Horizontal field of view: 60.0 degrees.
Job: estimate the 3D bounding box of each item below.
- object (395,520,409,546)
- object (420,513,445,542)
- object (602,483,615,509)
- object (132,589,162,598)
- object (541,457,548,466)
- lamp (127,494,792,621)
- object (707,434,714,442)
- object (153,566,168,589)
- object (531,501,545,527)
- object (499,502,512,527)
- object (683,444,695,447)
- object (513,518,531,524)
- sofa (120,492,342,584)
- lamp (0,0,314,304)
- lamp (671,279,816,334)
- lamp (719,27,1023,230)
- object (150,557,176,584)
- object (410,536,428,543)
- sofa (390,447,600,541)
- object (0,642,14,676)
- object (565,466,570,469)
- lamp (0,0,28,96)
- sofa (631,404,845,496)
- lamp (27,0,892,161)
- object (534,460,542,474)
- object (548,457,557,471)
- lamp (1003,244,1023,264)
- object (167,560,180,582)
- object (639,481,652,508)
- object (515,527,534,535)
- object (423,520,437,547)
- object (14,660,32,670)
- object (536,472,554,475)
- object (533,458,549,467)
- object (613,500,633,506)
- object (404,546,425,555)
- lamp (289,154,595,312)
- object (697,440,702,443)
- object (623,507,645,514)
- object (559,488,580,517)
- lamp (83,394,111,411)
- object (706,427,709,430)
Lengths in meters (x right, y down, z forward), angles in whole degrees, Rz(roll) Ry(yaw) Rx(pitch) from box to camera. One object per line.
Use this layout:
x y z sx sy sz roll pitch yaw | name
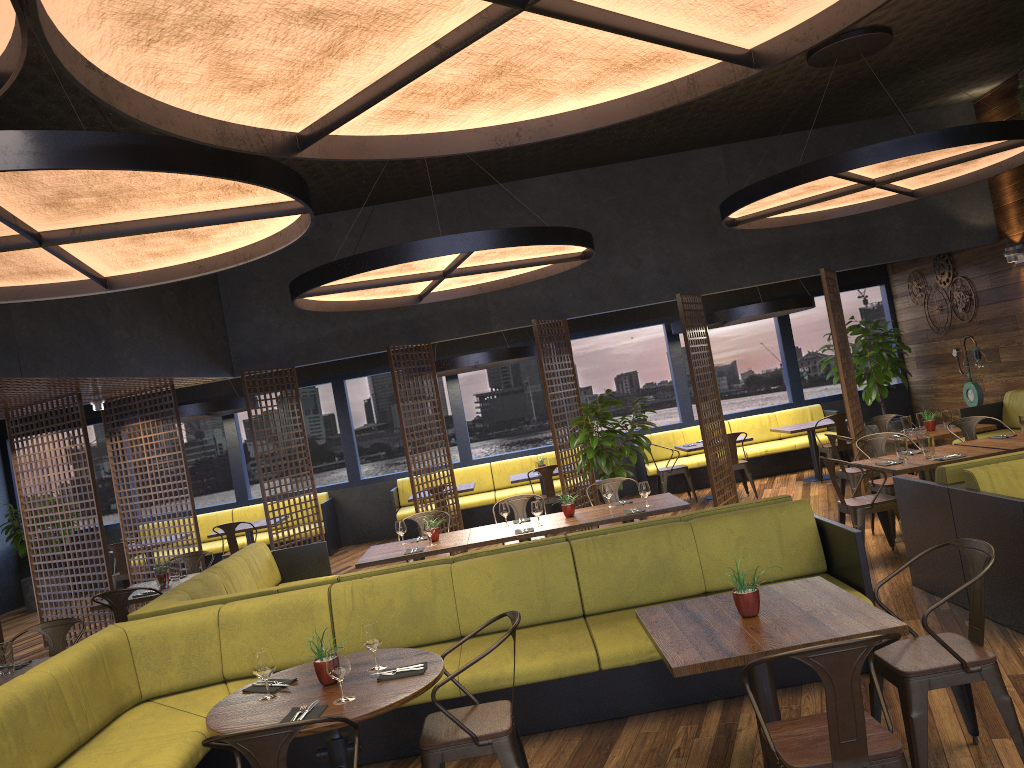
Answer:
-0.954 1.289 7.672 0.097 0.206 0.097 -11 -1 45 | object
-0.695 1.205 7.554 0.238 0.271 0.260 -10 -1 21 | object
0.835 0.972 7.701 0.097 0.206 0.097 -11 -1 45 | object
-3.083 1.756 7.444 0.255 0.019 0.157 -10 -1 -1 | object
0.457 1.130 12.472 0.102 0.178 0.102 -10 -1 -15 | object
-2.697 1.089 7.076 9.057 2.714 3.017 -10 -1 -1 | lamp
2.711 0.725 12.160 0.102 0.178 0.102 -10 -1 -15 | object
-3.007 1.664 7.606 0.102 0.178 0.102 -10 -1 5 | object
0.213 1.076 7.352 0.097 0.206 0.097 -11 -1 45 | object
-0.059 1.130 7.687 0.097 0.206 0.097 -11 -1 45 | object
2.471 0.851 12.353 0.157 0.019 0.255 -10 -1 -1 | object
0.086 1.202 7.801 0.157 0.019 0.255 -10 -1 -1 | object
-4.270 2.391 13.520 3.061 0.914 0.966 -10 -1 -1 | sofa
-2.550 -1.402 4.579 2.778 1.475 2.778 -10 -1 3 | lamp
3.065 -1.959 12.528 1.979 2.172 1.979 -10 -1 -16 | lamp
3.212 -2.443 8.135 2.778 1.362 2.778 -9 -1 -36 | lamp
-3.057 1.629 7.753 0.260 0.271 0.238 -10 -1 1 | object
-0.809 1.361 7.786 0.157 0.019 0.255 -10 -1 -1 | object
-0.260 1.679 13.584 3.061 0.914 0.966 -10 -1 -1 | sofa
-2.986 1.620 5.219 0.102 0.178 0.102 -10 -1 -15 | object
0.737 1.158 12.276 0.157 0.019 0.255 -10 -1 -1 | object
-2.959 -1.546 2.374 2.778 1.159 2.778 -9 -1 -41 | lamp
3.471 1.017 13.644 3.061 0.914 0.966 -10 -1 -1 | sofa
-0.086 -1.870 2.796 2.778 1.475 2.778 -9 -1 -42 | lamp
0.368 1.140 12.124 0.102 0.178 0.102 -10 -1 -15 | object
0.567 1.107 12.224 0.102 0.178 0.102 -10 -1 -15 | object
6.037 -1.554 10.703 0.189 0.215 0.215 -10 -1 -1 | lamp
-3.020 1.672 7.927 0.102 0.178 0.102 -10 -1 15 | object
1.108 0.918 7.367 0.097 0.206 0.097 -11 -1 45 | object
0.101 1.190 7.235 0.157 0.019 0.255 -10 -1 -1 | object
-0.682 1.235 7.338 0.097 0.206 0.097 -11 -1 45 | object
-3.025 1.711 5.376 0.255 0.019 0.157 -10 -1 -1 | object
0.434 1.207 11.965 0.255 0.019 0.157 -10 -1 -1 | object
0.416 1.088 12.300 0.238 0.271 0.260 -10 -1 21 | object
0.981 1.043 7.815 0.157 0.019 0.255 -10 -1 -1 | object
-0.794 1.349 7.221 0.157 0.019 0.255 -10 -1 -1 | object
-0.737 -1.664 8.150 2.778 1.475 2.778 -10 -1 -1 | lamp
2.761 0.805 12.664 0.255 0.019 0.157 -10 -1 -1 | object
0.995 1.031 7.250 0.157 0.019 0.255 -10 -1 -1 | object
0.461 1.000 7.572 0.238 0.271 0.260 -10 -1 21 | object
-4.751 0.214 10.164 0.228 0.172 0.228 -10 -1 -1 | lamp
2.736 0.676 12.333 0.238 0.271 0.260 -10 -1 21 | object
